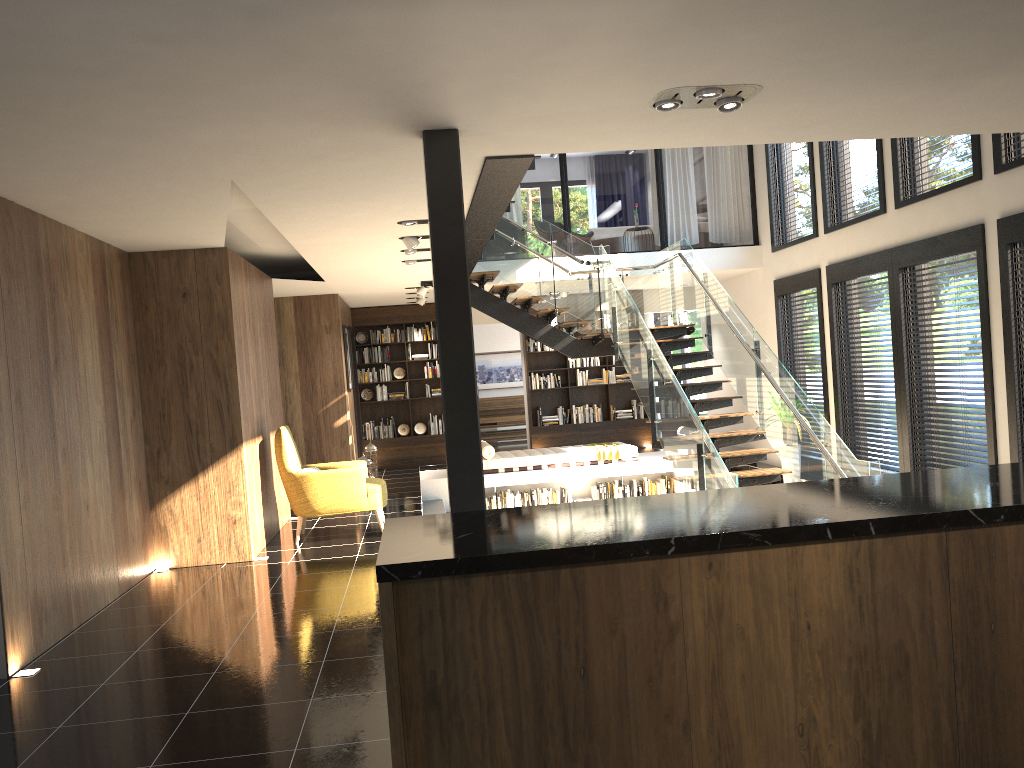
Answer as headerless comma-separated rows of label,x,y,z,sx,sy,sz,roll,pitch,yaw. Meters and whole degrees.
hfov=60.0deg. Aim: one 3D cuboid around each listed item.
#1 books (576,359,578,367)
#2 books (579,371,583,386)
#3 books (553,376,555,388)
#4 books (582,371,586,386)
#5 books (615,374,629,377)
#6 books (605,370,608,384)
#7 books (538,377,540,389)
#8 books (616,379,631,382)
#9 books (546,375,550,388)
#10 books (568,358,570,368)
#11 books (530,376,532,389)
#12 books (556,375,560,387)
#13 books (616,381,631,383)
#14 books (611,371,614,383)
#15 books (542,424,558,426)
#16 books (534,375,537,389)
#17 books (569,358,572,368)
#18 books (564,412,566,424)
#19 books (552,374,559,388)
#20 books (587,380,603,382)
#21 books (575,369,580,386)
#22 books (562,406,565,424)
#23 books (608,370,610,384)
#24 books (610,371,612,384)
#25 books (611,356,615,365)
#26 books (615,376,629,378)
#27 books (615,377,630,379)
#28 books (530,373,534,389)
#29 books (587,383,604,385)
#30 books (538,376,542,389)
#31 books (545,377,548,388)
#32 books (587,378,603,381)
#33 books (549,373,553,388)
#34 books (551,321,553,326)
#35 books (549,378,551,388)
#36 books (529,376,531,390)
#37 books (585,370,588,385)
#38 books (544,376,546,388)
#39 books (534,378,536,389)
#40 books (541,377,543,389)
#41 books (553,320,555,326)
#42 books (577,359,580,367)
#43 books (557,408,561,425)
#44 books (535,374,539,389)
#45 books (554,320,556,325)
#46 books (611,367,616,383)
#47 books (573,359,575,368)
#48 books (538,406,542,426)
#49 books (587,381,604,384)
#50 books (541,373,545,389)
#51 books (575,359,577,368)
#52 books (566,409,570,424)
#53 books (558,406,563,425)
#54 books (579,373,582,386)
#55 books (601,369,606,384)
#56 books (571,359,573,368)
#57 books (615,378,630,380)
books,1.089,-0.401,15.085,0.027,0.239,0.153,-4,1,-6
books,1.175,-0.092,15.093,0.030,0.245,0.166,-4,1,-6
books,0.693,-0.036,15.078,0.030,0.205,0.170,-4,1,-6
books,1.210,-0.094,15.072,0.036,0.244,0.194,-4,1,-6
books,1.893,-0.147,15.181,0.272,0.022,0.156,-4,1,-8
books,1.594,-0.117,15.157,0.037,0.232,0.231,-4,1,-6
books,0.449,-0.019,15.047,0.022,0.207,0.130,-4,1,-6
books,1.899,-0.061,15.180,0.274,0.022,0.156,-4,1,-9
books,0.610,-0.038,15.055,0.030,0.222,0.189,-4,1,-6
books,0.951,-0.385,15.085,0.030,0.228,0.176,-4,1,-6
books,0.314,-0.024,15.053,0.028,0.237,0.134,-4,1,-6
books,0.789,-0.045,15.072,0.028,0.210,0.169,-4,1,-6
books,1.902,-0.037,15.169,0.288,0.026,0.175,-4,1,-2
books,1.704,-0.114,15.134,0.026,0.210,0.184,-4,1,-6
books,0.646,0.691,15.112,0.247,0.026,0.148,-4,1,-7
books,0.396,-0.034,15.046,0.023,0.245,0.159,-4,1,-6
books,0.981,-0.409,15.085,0.031,0.272,0.158,-4,1,-6
books,0.896,0.579,15.139,0.023,0.212,0.123,-4,1,-6
books,0.739,-0.054,15.064,0.070,0.236,0.206,-4,1,-6
books,1.407,-0.049,15.121,0.261,0.024,0.167,-4,1,-9
books,1.120,-0.108,15.091,0.030,0.284,0.176,-4,1,-6
books,0.866,0.537,15.113,0.036,0.302,0.186,-4,1,-6
books,1.646,-0.122,15.158,0.025,0.232,0.156,-4,1,-6
books,1.675,-0.115,15.149,0.029,0.214,0.149,-4,1,-6
books,1.728,-0.437,15.193,0.024,0.219,0.174,-4,1,-6
books,1.895,-0.126,15.175,0.260,0.021,0.167,-4,1,-9
books,1.896,-0.105,15.177,0.268,0.022,0.156,-4,1,-10
books,0.344,-0.048,15.022,0.028,0.282,0.168,-4,1,-6
books,1.410,0.001,15.127,0.274,0.025,0.156,-4,1,-9
books,0.473,-0.030,15.049,0.028,0.227,0.136,-4,1,-6
books,0.578,-0.021,15.064,0.033,0.193,0.172,-4,1,-6
books,1.405,-0.074,15.125,0.274,0.025,0.156,-4,1,-3
books,0.665,-0.059,15.050,0.029,0.256,0.167,-4,1,-6
books,0.662,-1.023,15.027,0.030,0.284,0.176,-4,1,-6
books,0.639,-0.014,15.070,0.027,0.171,0.146,-4,1,-6
books,0.288,-0.017,15.046,0.025,0.227,0.156,-4,1,-6
books,1.257,-0.106,15.109,0.067,0.261,0.159,-4,1,-6
books,0.549,-0.031,15.067,0.021,0.216,0.170,-4,1,-6
books,0.375,-0.009,15.024,0.028,0.199,0.175,-4,1,-6
books,0.501,-0.017,15.044,0.024,0.197,0.173,-4,1,-6
books,0.692,-1.039,15.042,0.034,0.311,0.149,-4,1,-6
books,1.116,-0.412,15.081,0.028,0.258,0.208,-4,1,-6
books,0.804,0.550,15.093,0.030,0.284,0.177,-4,1,-6
books,0.423,-0.042,15.030,0.029,0.258,0.181,-4,1,-6
books,0.725,-1.022,15.046,0.029,0.272,0.173,-4,1,-6
books,1.729,-0.150,15.147,0.031,0.277,0.168,-4,1,-6
books,1.039,-0.376,15.079,0.024,0.198,0.174,-4,1,-6
books,0.477,0.547,15.043,0.028,0.340,0.203,-4,1,-6
books,1.408,-0.025,15.125,0.275,0.025,0.156,-4,1,-10
books,0.524,-0.057,15.050,0.029,0.272,0.152,-4,1,-6
books,1.064,-0.393,15.073,0.027,0.228,0.208,-4,1,-6
books,0.945,0.554,15.127,0.075,0.255,0.181,-4,1,-6
books,0.831,0.535,15.114,0.031,0.310,0.169,-4,1,-6
books,1.153,-0.077,15.059,0.023,0.218,0.196,-4,1,-6
books,1.563,-0.130,15.143,0.026,0.263,0.156,-4,1,-6
books,1.013,-0.357,15.090,0.027,0.162,0.125,-4,1,-6
books,1.897,-0.083,15.189,0.247,0.022,0.148,-4,1,-6
